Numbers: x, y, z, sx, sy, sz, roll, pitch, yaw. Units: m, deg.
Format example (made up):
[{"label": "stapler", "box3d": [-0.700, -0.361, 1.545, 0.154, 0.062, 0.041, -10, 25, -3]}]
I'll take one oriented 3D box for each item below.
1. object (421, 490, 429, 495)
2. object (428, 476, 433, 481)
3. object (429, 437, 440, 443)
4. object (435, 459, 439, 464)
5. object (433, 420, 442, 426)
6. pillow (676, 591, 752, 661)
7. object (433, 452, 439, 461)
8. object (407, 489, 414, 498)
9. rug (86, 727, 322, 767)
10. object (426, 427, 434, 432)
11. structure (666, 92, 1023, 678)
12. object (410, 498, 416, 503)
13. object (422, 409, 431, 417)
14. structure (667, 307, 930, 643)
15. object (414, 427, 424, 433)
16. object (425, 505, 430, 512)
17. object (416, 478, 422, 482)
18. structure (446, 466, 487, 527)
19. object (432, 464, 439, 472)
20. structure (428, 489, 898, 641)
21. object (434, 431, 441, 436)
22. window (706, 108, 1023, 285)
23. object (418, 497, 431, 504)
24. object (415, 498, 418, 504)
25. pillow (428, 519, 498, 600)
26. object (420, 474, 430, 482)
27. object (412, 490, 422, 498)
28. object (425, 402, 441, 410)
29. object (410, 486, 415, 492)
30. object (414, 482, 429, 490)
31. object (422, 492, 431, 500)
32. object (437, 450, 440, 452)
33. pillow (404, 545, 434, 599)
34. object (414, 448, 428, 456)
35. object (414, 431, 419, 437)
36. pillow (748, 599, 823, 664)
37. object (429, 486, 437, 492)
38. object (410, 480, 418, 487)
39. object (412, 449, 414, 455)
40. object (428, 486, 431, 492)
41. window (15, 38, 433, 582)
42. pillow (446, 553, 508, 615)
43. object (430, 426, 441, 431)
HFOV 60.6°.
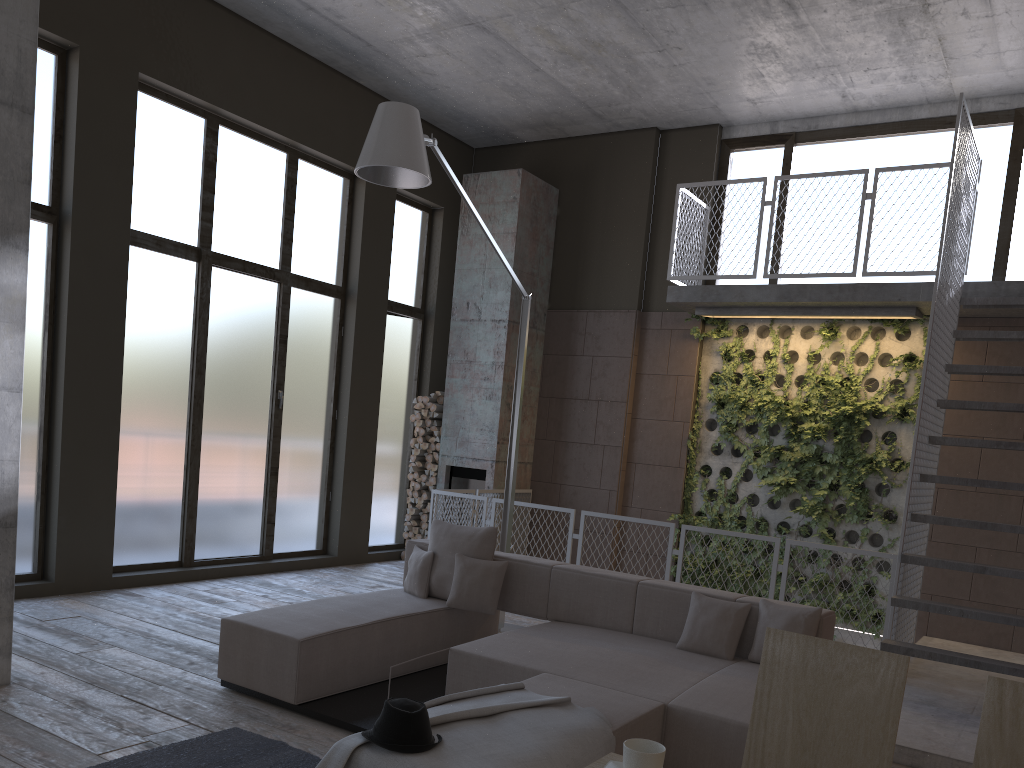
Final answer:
[{"label": "object", "box3d": [-0.966, 1.336, 10.700, 0.100, 0.087, 0.364, 5, -2, 32]}, {"label": "object", "box3d": [-0.861, 1.139, 10.602, 0.066, 0.071, 0.425, 6, -2, 32]}, {"label": "object", "box3d": [-0.827, 0.693, 10.579, 0.114, 0.080, 0.437, 5, -3, 32]}, {"label": "object", "box3d": [-0.790, 0.930, 10.575, 0.100, 0.087, 0.364, 5, -2, 32]}, {"label": "object", "box3d": [-0.800, 0.480, 10.543, 0.066, 0.071, 0.425, 6, -2, 32]}, {"label": "pillow", "box3d": [1.169, 1.412, 5.085, 0.367, 0.362, 0.187, 6, 3, 32]}, {"label": "object", "box3d": [-0.805, 0.877, 10.501, 0.088, 0.109, 0.366, 6, -2, 32]}, {"label": "object", "box3d": [-1.146, 1.343, 10.734, 0.088, 0.109, 0.366, 6, -2, 32]}, {"label": "rug", "box3d": [-1.711, 1.630, 2.941, 1.154, 0.049, 2.930, 3, -4, 33]}, {"label": "object", "box3d": [-0.909, 0.553, 10.587, 0.064, 0.075, 0.360, 6, -2, 31]}, {"label": "structure", "box3d": [2.790, 0.233, 7.602, 3.654, 4.351, 3.040, 6, 2, 33]}, {"label": "object", "box3d": [-1.094, 1.421, 10.746, 0.067, 0.067, 0.424, 6, -2, 32]}, {"label": "object", "box3d": [-0.906, 0.365, 10.556, 0.093, 0.083, 0.481, 6, -3, 32]}, {"label": "structure", "box3d": [2.848, 0.890, 8.909, 2.605, 3.854, 1.004, 7, 5, 32]}, {"label": "object", "box3d": [-1.052, 0.571, 10.665, 0.100, 0.103, 0.294, 6, -2, 34]}, {"label": "object", "box3d": [-0.872, 1.501, 10.626, 0.090, 0.090, 0.457, 6, -2, 32]}, {"label": "object", "box3d": [-1.031, 1.167, 10.653, 0.088, 0.057, 0.333, 5, -3, 32]}, {"label": "structure", "box3d": [-0.510, 1.436, 10.231, 0.571, 0.936, 0.056, 7, 5, 32]}, {"label": "object", "box3d": [-0.787, 1.014, 10.535, 0.093, 0.084, 0.481, 6, -3, 32]}, {"label": "structure", "box3d": [1.510, 1.738, 8.565, 4.396, 0.941, 1.934, 3, -3, 33]}, {"label": "object", "box3d": [-0.794, 0.613, 10.525, 0.066, 0.085, 0.426, 6, -2, 31]}, {"label": "window", "box3d": [3.698, -1.662, 8.609, 3.540, 1.764, 0.110, 4, 4, 32]}, {"label": "object", "box3d": [-0.963, 1.420, 10.660, 0.093, 0.084, 0.481, 6, -3, 32]}, {"label": "object", "box3d": [-1.026, 1.427, 10.703, 0.067, 0.067, 0.424, 6, -2, 32]}, {"label": "pillow", "box3d": [-0.381, 1.228, 6.053, 0.559, 0.562, 0.221, 6, 4, 35]}, {"label": "object", "box3d": [-0.936, 1.143, 10.615, 0.090, 0.090, 0.457, 6, -2, 31]}, {"label": "object", "box3d": [-1.047, 1.345, 10.721, 0.091, 0.094, 0.439, 6, -2, 32]}, {"label": "object", "box3d": [-0.885, 0.276, 10.499, 0.103, 0.084, 0.364, 5, -3, 32]}, {"label": "object", "box3d": [-1.148, 1.271, 10.648, 0.045, 0.073, 0.252, 7, -1, 32]}, {"label": "object", "box3d": [-1.059, 1.239, 10.637, 0.097, 0.108, 0.295, 6, -2, 34]}, {"label": "object", "box3d": [-0.913, 1.356, 10.603, 0.090, 0.090, 0.457, 6, -2, 34]}, {"label": "object", "box3d": [-0.772, 0.764, 10.491, 0.100, 0.103, 0.294, 6, -2, 34]}, {"label": "pillow", "box3d": [-0.656, 1.340, 6.195, 0.151, 0.379, 0.365, 4, 2, -24]}, {"label": "object", "box3d": [-1.001, 0.832, 10.616, 0.093, 0.084, 0.481, 6, -3, 32]}, {"label": "object", "box3d": [-1.087, 0.612, 10.589, 0.045, 0.073, 0.252, 7, -1, 32]}, {"label": "pillow", "box3d": [1.512, 1.396, 4.889, 0.359, 0.369, 0.188, 6, 3, 38]}, {"label": "object", "box3d": [-0.855, 1.272, 10.584, 0.066, 0.085, 0.426, 6, -2, 31]}, {"label": "object", "box3d": [-1.113, 1.230, 10.724, 0.100, 0.103, 0.294, 6, -2, 34]}, {"label": "object", "box3d": [-1.065, 0.838, 10.659, 0.067, 0.067, 0.424, 6, -2, 32]}, {"label": "object", "box3d": [-0.894, 1.284, 10.692, 0.103, 0.103, 0.293, 6, -2, 32]}, {"label": "window", "box3d": [-3.601, -0.491, 6.934, 0.207, 4.195, 9.240, 8, 0, 32]}, {"label": "pillow", "box3d": [-0.231, 1.333, 5.836, 0.376, 0.376, 0.168, 5, 4, 6]}, {"label": "object", "box3d": [-0.825, 0.544, 10.528, 0.121, 0.068, 0.365, 4, -3, 34]}]
